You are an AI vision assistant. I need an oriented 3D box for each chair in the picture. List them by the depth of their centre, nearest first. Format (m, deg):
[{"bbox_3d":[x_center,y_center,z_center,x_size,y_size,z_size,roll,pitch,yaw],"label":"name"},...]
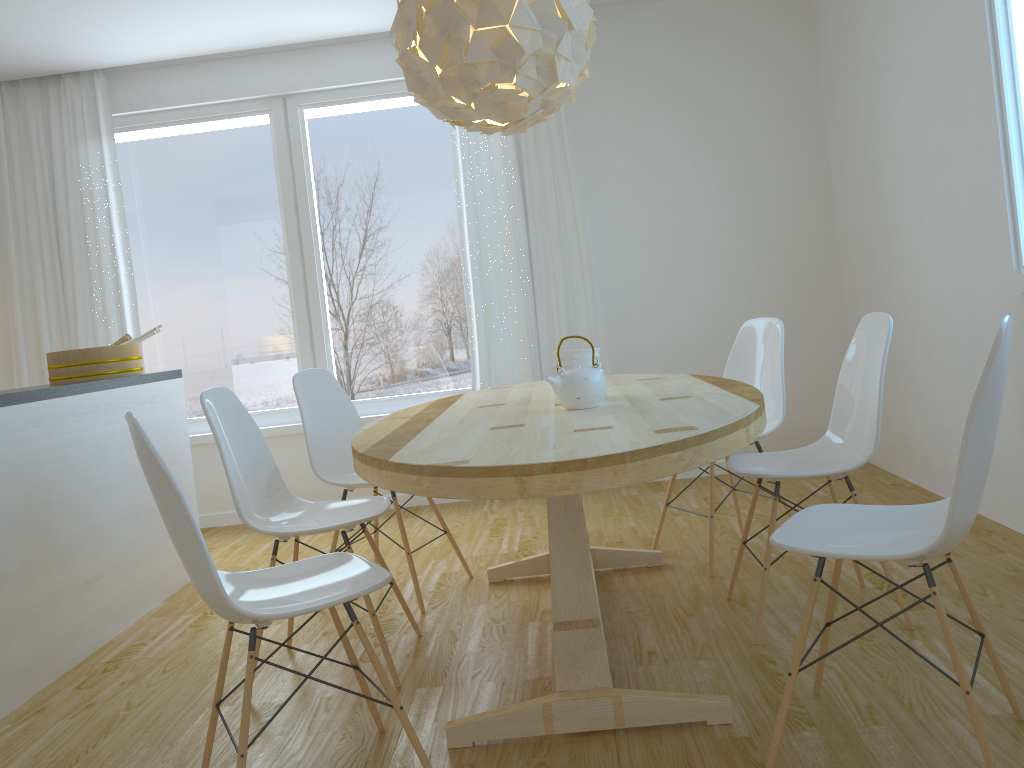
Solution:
[{"bbox_3d":[0.805,0.327,1.876,0.521,0.901,0.431,-6,1,33],"label":"chair"},{"bbox_3d":[-0.514,0.471,1.950,0.525,0.901,0.429,-7,1,-27],"label":"chair"},{"bbox_3d":[0.912,0.256,2.720,0.523,0.901,0.430,-6,1,3],"label":"chair"},{"bbox_3d":[-0.524,0.366,3.444,0.522,0.901,0.431,-6,1,23],"label":"chair"},{"bbox_3d":[0.827,0.211,3.479,0.524,0.901,0.429,-7,1,-22],"label":"chair"}]

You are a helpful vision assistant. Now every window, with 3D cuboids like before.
[{"bbox_3d":[0.456,-0.662,2.227,2.548,2.052,1.884,-6,2,3],"label":"window"},{"bbox_3d":[-1.229,-0.741,5.236,2.725,1.917,0.088,-6,0,3],"label":"window"}]

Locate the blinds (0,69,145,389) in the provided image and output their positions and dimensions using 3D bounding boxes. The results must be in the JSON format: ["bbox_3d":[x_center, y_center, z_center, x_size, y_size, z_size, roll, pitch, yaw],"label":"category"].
[{"bbox_3d":[-2.598,-0.761,5.106,0.794,2.158,0.150,-6,0,2],"label":"blinds"}]

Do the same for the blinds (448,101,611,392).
[{"bbox_3d":[0.047,-1.050,4.977,0.794,2.158,0.150,-6,0,3],"label":"blinds"}]

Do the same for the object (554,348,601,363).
[{"bbox_3d":[0.215,-0.071,2.857,0.151,0.087,0.152,-5,4,31],"label":"object"}]

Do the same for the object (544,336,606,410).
[{"bbox_3d":[0.179,-0.035,2.565,0.177,0.211,0.147,-6,2,2],"label":"object"}]

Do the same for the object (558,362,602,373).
[{"bbox_3d":[0.220,-0.019,2.855,0.151,0.093,0.152,-4,4,42],"label":"object"}]

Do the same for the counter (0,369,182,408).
[{"bbox_3d":[-1.893,0.074,2.943,0.600,0.040,2.407,-6,4,3],"label":"counter"}]

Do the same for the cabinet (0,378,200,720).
[{"bbox_3d":[-1.840,0.546,2.946,0.600,0.908,2.407,-6,4,3],"label":"cabinet"}]

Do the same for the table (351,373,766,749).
[{"bbox_3d":[0.175,0.423,2.770,1.193,0.724,2.195,-6,4,2],"label":"table"}]

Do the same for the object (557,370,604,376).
[{"bbox_3d":[0.226,0.004,2.853,0.151,0.082,0.152,-4,4,42],"label":"object"}]

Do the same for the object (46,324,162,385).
[{"bbox_3d":[-1.822,-0.129,3.915,0.377,0.214,0.432,-5,4,31],"label":"object"}]

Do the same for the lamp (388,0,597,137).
[{"bbox_3d":[-0.082,-1.335,2.769,0.646,1.134,0.640,-6,1,2],"label":"lamp"}]

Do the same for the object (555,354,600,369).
[{"bbox_3d":[0.215,-0.042,2.856,0.150,0.095,0.152,-5,3,20],"label":"object"}]
